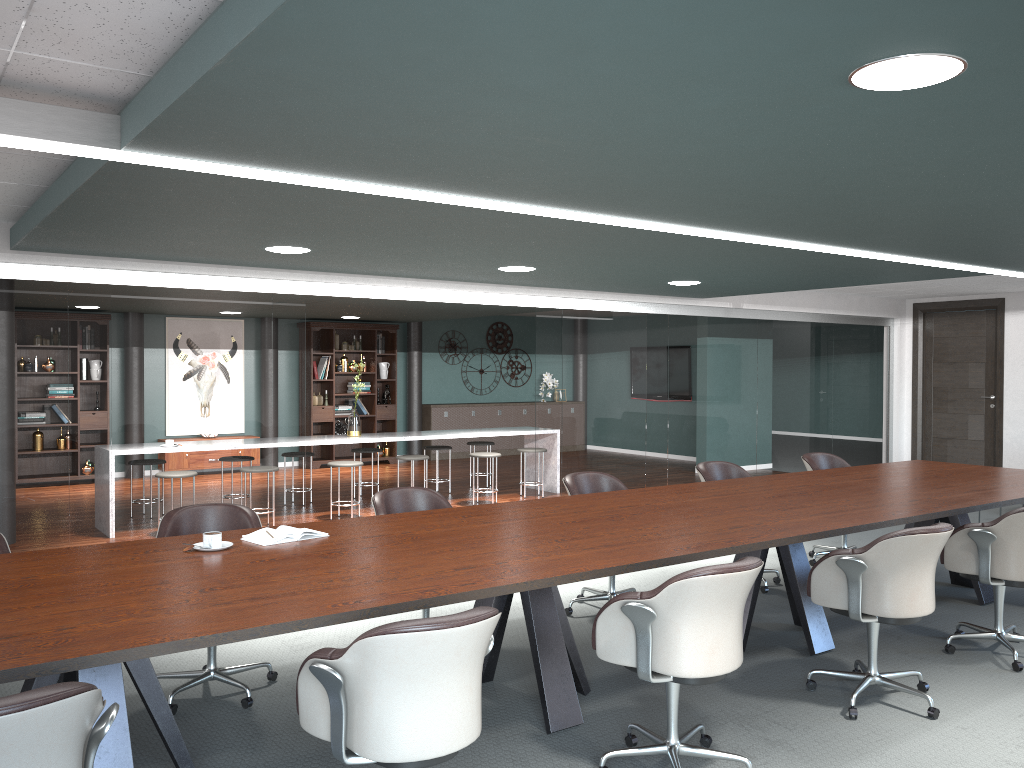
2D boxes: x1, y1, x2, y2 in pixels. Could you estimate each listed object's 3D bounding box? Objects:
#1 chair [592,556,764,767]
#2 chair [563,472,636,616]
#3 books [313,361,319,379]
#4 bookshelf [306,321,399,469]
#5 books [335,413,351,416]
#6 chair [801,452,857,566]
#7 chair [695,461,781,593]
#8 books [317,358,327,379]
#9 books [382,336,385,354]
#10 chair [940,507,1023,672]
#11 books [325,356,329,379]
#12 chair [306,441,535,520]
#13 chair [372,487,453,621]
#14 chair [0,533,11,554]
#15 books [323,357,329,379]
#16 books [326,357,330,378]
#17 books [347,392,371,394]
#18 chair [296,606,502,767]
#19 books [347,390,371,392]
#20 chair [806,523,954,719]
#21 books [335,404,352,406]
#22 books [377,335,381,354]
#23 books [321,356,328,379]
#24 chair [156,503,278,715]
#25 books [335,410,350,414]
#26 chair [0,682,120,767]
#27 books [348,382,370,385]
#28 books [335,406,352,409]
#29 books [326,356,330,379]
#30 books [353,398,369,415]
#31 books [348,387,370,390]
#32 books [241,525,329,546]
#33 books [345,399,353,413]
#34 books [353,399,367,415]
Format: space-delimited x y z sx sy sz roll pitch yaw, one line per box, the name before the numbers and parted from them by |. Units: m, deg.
chair | 0.579 0.937 2.984 0.523 0.761 0.533 1 1 31
chair | 0.540 0.900 5.026 0.535 0.761 0.518 0 1 -29
books | -2.720 -0.188 12.119 0.084 0.252 0.194 -1 1 -35
bookshelf | -2.292 0.146 12.455 1.339 1.984 0.482 -1 1 -35
books | -2.402 0.419 12.338 0.286 0.027 0.184 -1 1 -35
chair | 2.323 0.884 6.291 0.535 0.761 0.518 0 1 -29
chair | 1.420 0.892 5.640 0.523 0.761 0.533 1 1 36
books | -2.631 -0.213 12.187 0.115 0.296 0.210 -1 1 -35
books | -1.882 -0.555 12.707 0.042 0.248 0.194 -1 1 -35
chair | 2.386 0.921 4.265 0.523 0.761 0.533 1 1 40
books | -2.582 -0.226 12.210 0.062 0.322 0.197 -1 1 -35
chair | -1.528 0.953 8.711 4.029 0.512 1.479 -1 1 -36
chair | -0.439 0.909 4.330 0.535 0.761 0.518 0 1 -29
chair | -2.038 0.923 3.195 0.535 0.761 0.518 0 1 -29
books | -2.591 -0.219 12.208 0.063 0.309 0.210 -1 1 -35
books | -2.578 -0.219 12.216 0.063 0.309 0.210 -1 1 -35
books | -2.164 0.123 12.533 0.268 0.016 0.205 -1 1 -35
chair | -0.270 0.944 2.380 0.523 0.761 0.533 1 1 36
books | -2.162 0.101 12.534 0.286 0.027 0.184 -1 1 -35
chair | 1.521 0.928 3.641 0.535 0.761 0.518 0 1 -29
books | -2.393 0.296 12.341 0.268 0.016 0.205 -1 1 -35
books | -1.931 -0.566 12.673 0.016 0.268 0.205 -1 1 -35
books | -2.608 -0.222 12.196 0.090 0.316 0.197 -1 1 -35
chair | -1.265 0.916 3.744 0.535 0.761 0.518 0 1 -15
books | -2.404 0.384 12.335 0.248 0.042 0.194 -1 1 -35
chair | -1.078 0.951 1.796 0.535 0.761 0.518 0 1 -29
books | -2.160 -0.008 12.532 0.248 0.042 0.194 -1 1 -35
books | -2.385 0.325 12.348 0.248 0.042 0.194 -1 1 -35
books | -2.569 -0.226 12.218 0.062 0.322 0.197 -1 1 -35
books | -2.135 0.318 12.530 0.166 0.228 0.205 -1 1 -35
books | -2.163 0.066 12.531 0.248 0.042 0.194 -1 1 -35
books | -0.881 0.581 3.447 0.285 0.032 0.180 -1 1 -45
books | -2.298 0.324 12.495 0.063 0.214 0.139 -1 1 -35
books | -2.162 0.320 12.510 0.176 0.227 0.194 -1 1 -35
